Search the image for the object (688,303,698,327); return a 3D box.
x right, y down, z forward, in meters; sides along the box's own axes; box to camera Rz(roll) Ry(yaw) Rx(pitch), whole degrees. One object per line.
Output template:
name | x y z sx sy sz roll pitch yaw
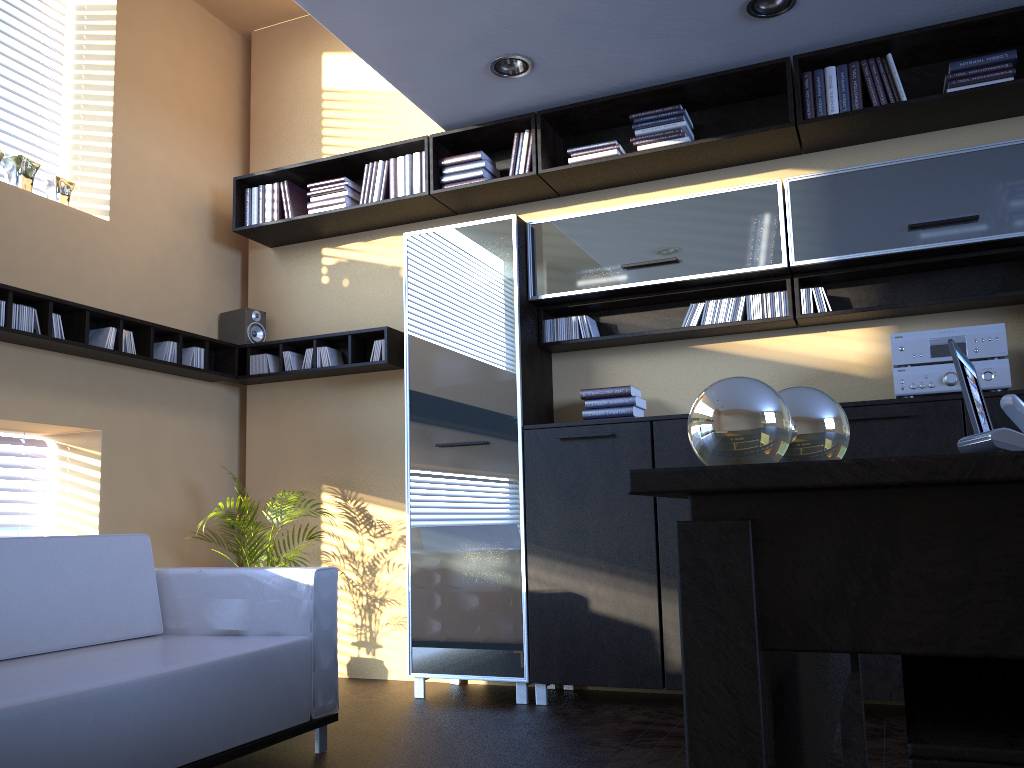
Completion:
object | 0.914 -0.329 4.403 0.059 0.112 0.142 -5 -9 23

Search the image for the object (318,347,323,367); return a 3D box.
object | -1.100 -0.146 5.244 0.009 0.120 0.142 -5 -9 22

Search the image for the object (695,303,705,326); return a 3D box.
object | 0.942 -0.331 4.390 0.055 0.109 0.140 -5 -9 23

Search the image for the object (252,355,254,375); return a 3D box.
object | -1.538 -0.106 5.427 0.009 0.120 0.142 -5 -9 22

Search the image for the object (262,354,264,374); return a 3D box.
object | -1.472 -0.112 5.399 0.009 0.120 0.142 -5 -9 22

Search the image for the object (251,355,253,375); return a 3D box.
object | -1.547 -0.105 5.431 0.009 0.120 0.142 -5 -9 22

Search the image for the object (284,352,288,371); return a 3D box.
object | -1.315 -0.126 5.334 0.030 0.119 0.142 -5 -9 22

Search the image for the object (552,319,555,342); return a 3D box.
object | 0.244 -0.269 4.686 0.009 0.120 0.142 -5 -9 22

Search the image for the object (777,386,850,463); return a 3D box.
object | 0.325 0.055 1.000 0.105 0.105 0.105 -9 -11 41

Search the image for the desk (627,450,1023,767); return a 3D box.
desk | 0.895 0.598 1.352 0.914 0.887 1.900 -5 -9 22

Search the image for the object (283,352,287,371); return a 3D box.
object | -1.325 -0.125 5.338 0.030 0.119 0.142 -5 -9 22

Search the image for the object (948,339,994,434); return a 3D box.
object | 1.062 0.059 1.723 0.323 0.282 0.391 -7 -10 32

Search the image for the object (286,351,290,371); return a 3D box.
object | -1.306 -0.127 5.330 0.030 0.119 0.142 -5 -9 22

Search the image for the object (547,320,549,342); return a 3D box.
object | 0.215 -0.267 4.694 0.006 0.118 0.140 -5 -9 22

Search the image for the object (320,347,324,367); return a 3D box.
object | -1.081 -0.147 5.236 0.030 0.119 0.142 -5 -9 22

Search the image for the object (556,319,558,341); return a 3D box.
object | 0.261 -0.272 4.675 0.009 0.120 0.142 -5 -9 22

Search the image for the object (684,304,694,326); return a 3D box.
object | 0.898 -0.326 4.416 0.059 0.112 0.142 -5 -9 23

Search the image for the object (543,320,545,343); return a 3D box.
object | 0.196 -0.266 4.702 0.009 0.120 0.142 -5 -9 23

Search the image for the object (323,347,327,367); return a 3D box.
object | -1.062 -0.149 5.228 0.030 0.119 0.142 -5 -9 22

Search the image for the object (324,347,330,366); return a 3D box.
object | -1.053 -0.150 5.224 0.030 0.119 0.142 -5 -9 22

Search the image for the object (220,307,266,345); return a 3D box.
object | -1.672 -0.333 5.521 0.254 0.228 0.159 -7 -10 32

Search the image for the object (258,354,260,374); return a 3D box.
object | -1.500 -0.109 5.411 0.009 0.120 0.142 -5 -9 22

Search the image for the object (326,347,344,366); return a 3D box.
object | -1.039 -0.150 5.218 0.040 0.118 0.142 -5 -9 22

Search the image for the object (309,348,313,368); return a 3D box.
object | -1.151 -0.141 5.265 0.030 0.119 0.142 -5 -9 22

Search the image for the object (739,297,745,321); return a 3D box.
object | 1.129 -0.352 4.311 0.036 0.115 0.140 -5 -9 22

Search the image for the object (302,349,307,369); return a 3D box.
object | -1.193 -0.136 5.283 0.040 0.118 0.142 -5 -9 22

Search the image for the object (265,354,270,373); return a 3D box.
object | -1.453 -0.113 5.391 0.009 0.120 0.142 -5 -9 22

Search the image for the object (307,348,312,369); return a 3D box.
object | -1.160 -0.140 5.269 0.030 0.119 0.142 -5 -9 22

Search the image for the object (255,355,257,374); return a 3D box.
object | -1.519 -0.107 5.419 0.009 0.120 0.142 -5 -9 22

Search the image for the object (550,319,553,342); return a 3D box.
object | 0.233 -0.269 4.685 0.009 0.120 0.142 -5 -9 23

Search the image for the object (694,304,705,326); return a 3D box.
object | 0.944 -0.330 4.396 0.059 0.112 0.142 -5 -9 23

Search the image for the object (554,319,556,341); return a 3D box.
object | 0.252 -0.271 4.678 0.006 0.118 0.140 -5 -9 22

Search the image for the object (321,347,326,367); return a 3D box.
object | -1.072 -0.148 5.232 0.030 0.119 0.142 -5 -9 22

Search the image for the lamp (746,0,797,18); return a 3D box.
lamp | 1.105 -1.665 3.788 0.209 0.096 0.208 -4 -9 17

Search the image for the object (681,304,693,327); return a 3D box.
object | 0.885 -0.327 4.410 0.059 0.112 0.142 -5 -9 22

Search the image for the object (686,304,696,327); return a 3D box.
object | 0.905 -0.328 4.407 0.059 0.112 0.142 -5 -9 23

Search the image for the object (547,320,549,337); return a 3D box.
object | 0.216 -0.267 4.697 0.009 0.120 0.142 -5 -9 22

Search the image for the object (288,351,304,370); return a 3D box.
object | -1.282 -0.128 5.320 0.040 0.118 0.142 -5 -9 22

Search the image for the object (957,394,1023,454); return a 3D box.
object | 0.748 0.078 1.292 0.146 0.126 0.130 -3 -8 8

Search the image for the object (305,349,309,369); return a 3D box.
object | -1.179 -0.138 5.277 0.030 0.119 0.142 -5 -9 22

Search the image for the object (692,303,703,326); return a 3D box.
object | 0.934 -0.330 4.396 0.055 0.109 0.140 -5 -9 22

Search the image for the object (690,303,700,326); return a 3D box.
object | 0.923 -0.330 4.396 0.055 0.109 0.140 -5 -9 23

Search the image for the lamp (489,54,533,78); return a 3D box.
lamp | -0.005 -1.563 4.251 0.209 0.096 0.208 -9 -11 40

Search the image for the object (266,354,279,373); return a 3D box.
object | -1.430 -0.114 5.382 0.040 0.118 0.142 -5 -9 22

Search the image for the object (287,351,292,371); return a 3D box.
object | -1.296 -0.128 5.326 0.030 0.119 0.142 -5 -9 22

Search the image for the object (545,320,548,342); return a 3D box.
object | 0.205 -0.267 4.696 0.009 0.120 0.142 -5 -9 23

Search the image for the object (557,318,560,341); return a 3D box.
object | 0.270 -0.273 4.669 0.009 0.120 0.142 -5 -9 22

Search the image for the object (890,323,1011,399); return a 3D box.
object | 1.863 -0.072 3.796 0.430 0.281 0.364 -5 -9 22

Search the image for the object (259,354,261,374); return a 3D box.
object | -1.490 -0.110 5.407 0.009 0.120 0.142 -5 -9 22

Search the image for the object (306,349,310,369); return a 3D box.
object | -1.170 -0.139 5.273 0.030 0.119 0.142 -5 -9 22

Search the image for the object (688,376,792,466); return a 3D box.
object | 0.236 0.045 0.921 0.105 0.105 0.105 -9 -11 41

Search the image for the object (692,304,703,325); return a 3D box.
object | 0.934 -0.330 4.397 0.059 0.112 0.142 -5 -9 22

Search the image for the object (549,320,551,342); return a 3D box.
object | 0.224 -0.268 4.690 0.006 0.118 0.140 -5 -9 23
